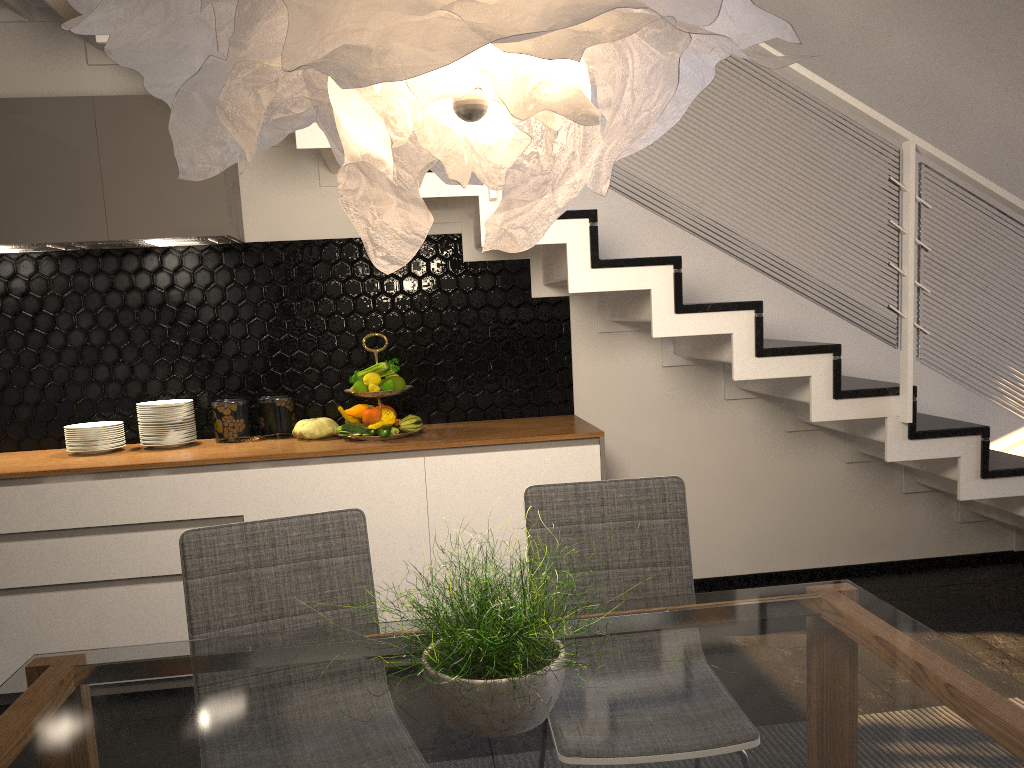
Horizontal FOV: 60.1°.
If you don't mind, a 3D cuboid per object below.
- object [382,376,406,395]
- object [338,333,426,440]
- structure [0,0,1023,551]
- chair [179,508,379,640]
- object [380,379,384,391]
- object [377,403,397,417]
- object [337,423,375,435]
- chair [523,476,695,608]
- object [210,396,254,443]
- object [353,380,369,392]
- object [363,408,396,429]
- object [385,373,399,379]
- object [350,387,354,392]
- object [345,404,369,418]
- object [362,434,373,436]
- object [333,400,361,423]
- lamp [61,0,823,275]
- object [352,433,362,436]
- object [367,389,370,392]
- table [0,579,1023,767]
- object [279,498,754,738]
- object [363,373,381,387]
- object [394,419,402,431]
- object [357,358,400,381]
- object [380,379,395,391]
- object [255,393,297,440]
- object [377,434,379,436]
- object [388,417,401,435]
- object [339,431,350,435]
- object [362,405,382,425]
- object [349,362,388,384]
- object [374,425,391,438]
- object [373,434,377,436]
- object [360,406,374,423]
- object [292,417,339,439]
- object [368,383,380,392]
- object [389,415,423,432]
[{"bbox_3d":[-0.478,0.005,3.581,0.095,0.079,0.100,-4,6,-11],"label":"object"},{"bbox_3d":[-0.541,0.005,3.588,0.351,0.429,0.350,-5,7,-13],"label":"object"},{"bbox_3d":[-1.256,-2.855,1.338,8.455,8.371,4.206,-4,7,-7],"label":"structure"},{"bbox_3d":[-0.437,0.791,1.899,0.474,0.926,0.598,-6,8,-21],"label":"chair"},{"bbox_3d":[-0.532,0.010,3.643,0.063,0.061,0.066,-3,6,2],"label":"object"},{"bbox_3d":[-0.542,0.133,3.731,0.112,0.111,0.111,-7,7,-30],"label":"object"},{"bbox_3d":[-0.619,0.178,3.550,0.217,0.045,0.053,1,7,40],"label":"object"},{"bbox_3d":[0.287,0.734,2.126,0.475,0.926,0.597,-3,7,-4],"label":"chair"},{"bbox_3d":[-1.175,0.149,3.728,0.172,0.186,0.171,3,9,42],"label":"object"},{"bbox_3d":[-0.606,0.015,3.545,0.062,0.060,0.064,-4,6,-11],"label":"object"},{"bbox_3d":[-0.525,0.138,3.534,0.079,0.077,0.153,0,6,28],"label":"object"},{"bbox_3d":[-0.492,-0.016,3.654,0.059,0.069,0.078,0,7,21],"label":"object"},{"bbox_3d":[-0.630,0.019,3.583,0.052,0.051,0.049,-2,7,11],"label":"object"},{"bbox_3d":[-0.634,0.111,3.582,0.127,0.056,0.059,-4,6,-6],"label":"object"},{"bbox_3d":[-0.571,0.204,3.505,0.043,0.014,0.042,-3,5,3],"label":"object"},{"bbox_3d":[-0.661,0.118,3.592,0.061,0.121,0.125,1,7,25],"label":"object"},{"bbox_3d":[-0.204,-2.773,1.009,1.062,5.250,1.109,-2,8,4],"label":"lamp"},{"bbox_3d":[-0.619,0.206,3.541,0.041,0.017,0.043,-1,6,24],"label":"object"},{"bbox_3d":[-0.588,0.017,3.612,0.075,0.062,0.100,-6,6,-25],"label":"object"},{"bbox_3d":[-0.029,0.905,1.518,1.798,0.719,0.991,-4,6,-7],"label":"table"},{"bbox_3d":[-0.043,0.384,1.431,0.667,0.370,0.528,-4,6,-12],"label":"object"},{"bbox_3d":[-0.558,-0.017,3.535,0.071,0.058,0.068,-4,6,-7],"label":"object"},{"bbox_3d":[-0.460,0.165,3.625,0.085,0.057,0.087,1,7,34],"label":"object"},{"bbox_3d":[-0.557,-0.052,3.607,0.211,0.101,0.066,-2,7,8],"label":"object"},{"bbox_3d":[-0.492,0.009,3.508,0.058,0.055,0.060,0,7,27],"label":"object"},{"bbox_3d":[-0.997,0.136,3.765,0.171,0.186,0.171,-7,8,-29],"label":"object"},{"bbox_3d":[-0.562,0.181,3.665,0.071,0.065,0.068,0,7,23],"label":"object"},{"bbox_3d":[-0.475,0.176,3.611,0.069,0.076,0.228,-5,6,-16],"label":"object"},{"bbox_3d":[-0.673,0.197,3.551,0.042,0.020,0.043,2,8,45],"label":"object"},{"bbox_3d":[-0.556,0.128,3.541,0.085,0.093,0.086,-3,7,-2],"label":"object"},{"bbox_3d":[-0.582,-0.043,3.555,0.181,0.082,0.056,-1,7,22],"label":"object"},{"bbox_3d":[-0.527,0.185,3.528,0.061,0.049,0.238,-6,6,-26],"label":"object"},{"bbox_3d":[-0.583,0.211,3.616,0.064,0.015,0.067,-7,7,-41],"label":"object"},{"bbox_3d":[-0.585,0.130,3.656,0.089,0.079,0.087,0,7,28],"label":"object"},{"bbox_3d":[-0.812,0.182,3.672,0.197,0.084,0.188,-3,5,2],"label":"object"},{"bbox_3d":[-0.542,0.017,3.484,0.047,0.041,0.044,3,9,44],"label":"object"},{"bbox_3d":[-0.422,0.163,3.587,0.076,0.073,0.151,1,7,31],"label":"object"}]
